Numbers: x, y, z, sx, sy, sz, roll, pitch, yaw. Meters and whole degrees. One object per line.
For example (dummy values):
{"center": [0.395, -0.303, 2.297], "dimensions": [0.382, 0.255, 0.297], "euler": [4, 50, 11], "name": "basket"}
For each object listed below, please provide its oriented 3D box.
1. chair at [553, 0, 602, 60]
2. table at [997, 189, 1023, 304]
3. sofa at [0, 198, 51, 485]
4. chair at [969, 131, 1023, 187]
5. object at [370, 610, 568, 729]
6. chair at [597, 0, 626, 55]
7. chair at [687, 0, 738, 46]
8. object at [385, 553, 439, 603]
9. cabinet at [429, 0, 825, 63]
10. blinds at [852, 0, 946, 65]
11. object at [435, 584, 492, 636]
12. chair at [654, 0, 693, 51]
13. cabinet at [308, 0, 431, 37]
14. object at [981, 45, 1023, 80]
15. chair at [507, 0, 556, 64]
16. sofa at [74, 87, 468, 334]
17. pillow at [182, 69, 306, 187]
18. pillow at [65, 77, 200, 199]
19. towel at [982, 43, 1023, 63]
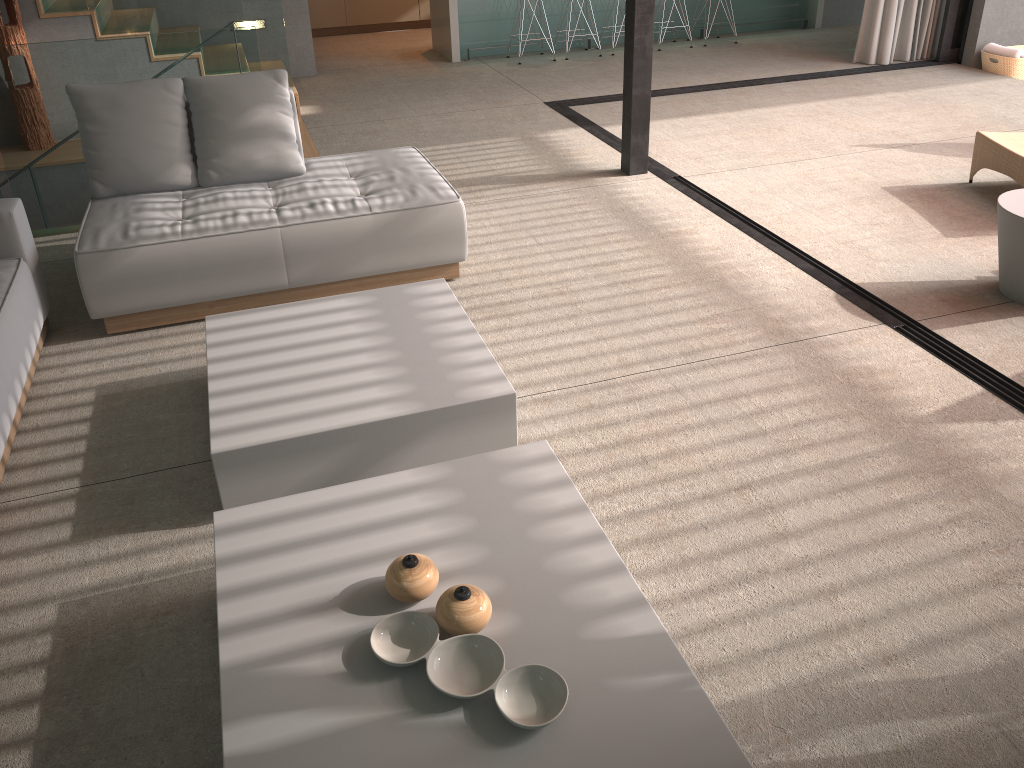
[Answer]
{"center": [0.624, -3.476, 8.476], "dimensions": [0.383, 0.603, 0.394], "euler": [-10, 30, -15], "name": "chair"}
{"center": [2.258, -0.557, 3.706], "dimensions": [0.481, 0.380, 0.485], "euler": [-21, 35, -31], "name": "table"}
{"center": [-1.893, 0.345, 1.996], "dimensions": [1.052, 0.728, 3.569], "euler": [-10, 32, -15], "name": "sofa"}
{"center": [3.016, -0.942, 3.904], "dimensions": [0.700, 0.799, 2.375], "euler": [-3, 30, -2], "name": "chair"}
{"center": [-0.092, 0.567, 1.759], "dimensions": [0.440, 0.038, 0.159], "euler": [14, 34, 25], "name": "object"}
{"center": [1.079, -3.566, 8.604], "dimensions": [0.383, 0.603, 0.394], "euler": [-10, 30, -15], "name": "chair"}
{"center": [2.029, -3.756, 8.875], "dimensions": [0.383, 0.603, 0.394], "euler": [-10, 30, -15], "name": "chair"}
{"center": [-0.222, 0.419, 1.951], "dimensions": [0.120, 0.102, 0.123], "euler": [7, 31, 15], "name": "object"}
{"center": [1.248, -4.040, 9.135], "dimensions": [4.136, 0.869, 0.825], "euler": [-11, 30, -15], "name": "cabinet"}
{"center": [3.442, -4.168, 7.301], "dimensions": [0.890, 2.834, 0.236], "euler": [-12, 30, -19], "name": "blinds"}
{"center": [-0.102, 0.468, 1.862], "dimensions": [0.119, 0.102, 0.123], "euler": [-8, 30, -11], "name": "object"}
{"center": [1.551, -3.661, 8.739], "dimensions": [0.383, 0.603, 0.394], "euler": [-10, 30, -15], "name": "chair"}
{"center": [1.194, -5.459, 9.956], "dimensions": [7.498, 2.481, 2.027], "euler": [-11, 30, -15], "name": "cabinet"}
{"center": [4.389, -2.715, 7.616], "dimensions": [0.682, 0.290, 0.460], "euler": [-11, 31, -15], "name": "object"}
{"center": [0.175, -3.387, 8.350], "dimensions": [0.383, 0.603, 0.394], "euler": [-10, 30, -15], "name": "chair"}
{"center": [-1.108, -0.885, 4.054], "dimensions": [1.602, 0.708, 1.044], "euler": [-11, 31, -15], "name": "sofa"}
{"center": [-1.249, -1.198, 4.137], "dimensions": [0.494, 0.467, 0.274], "euler": [-10, 30, -15], "name": "pillow"}
{"center": [-1.707, -1.118, 4.005], "dimensions": [0.494, 0.481, 0.246], "euler": [-11, 30, -15], "name": "pillow"}
{"center": [4.247, -2.733, 7.546], "dimensions": [0.310, 0.301, 0.381], "euler": [-10, 31, -14], "name": "towel"}
